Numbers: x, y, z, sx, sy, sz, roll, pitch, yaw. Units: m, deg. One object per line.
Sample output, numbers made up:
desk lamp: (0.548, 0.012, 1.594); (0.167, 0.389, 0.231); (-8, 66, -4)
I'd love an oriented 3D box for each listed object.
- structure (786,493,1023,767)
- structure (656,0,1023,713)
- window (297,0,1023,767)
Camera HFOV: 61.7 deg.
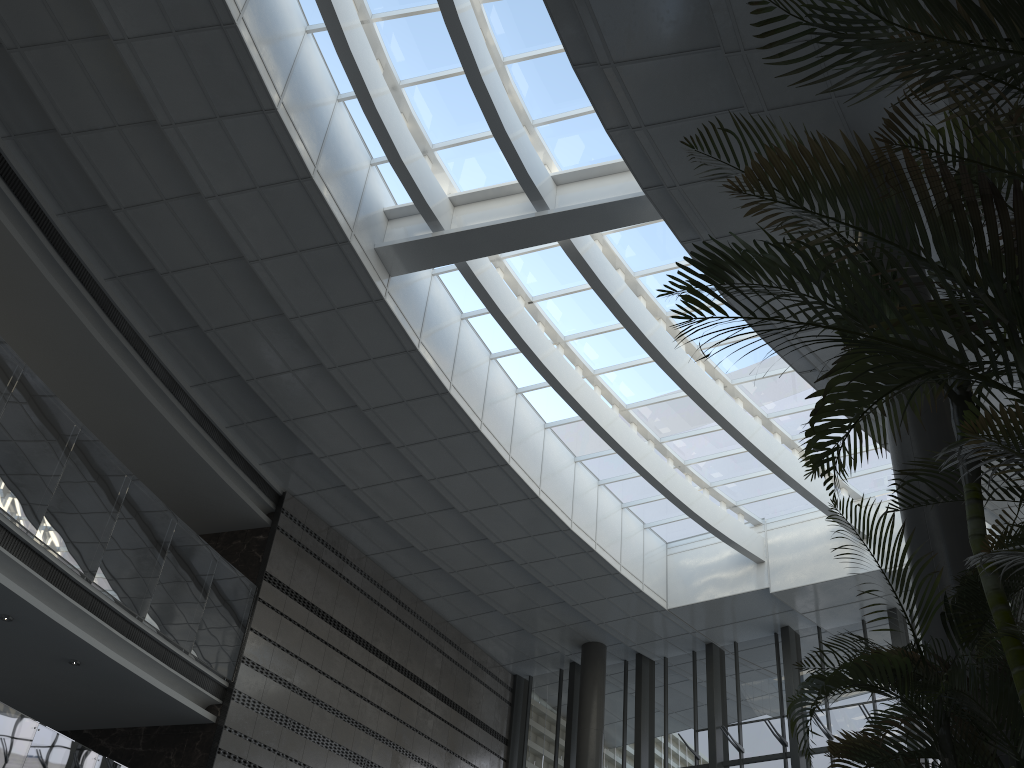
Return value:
structure: (1.943, 2.100, 3.189); (1.639, 3.256, 2.338); (-5, -37, 16)
structure: (1.507, 0.447, 1.889); (2.420, 4.067, 2.897); (-4, -37, 13)
window: (-0.160, 2.273, 7.857); (14.207, 8.841, 20.292); (-29, -49, 35)
